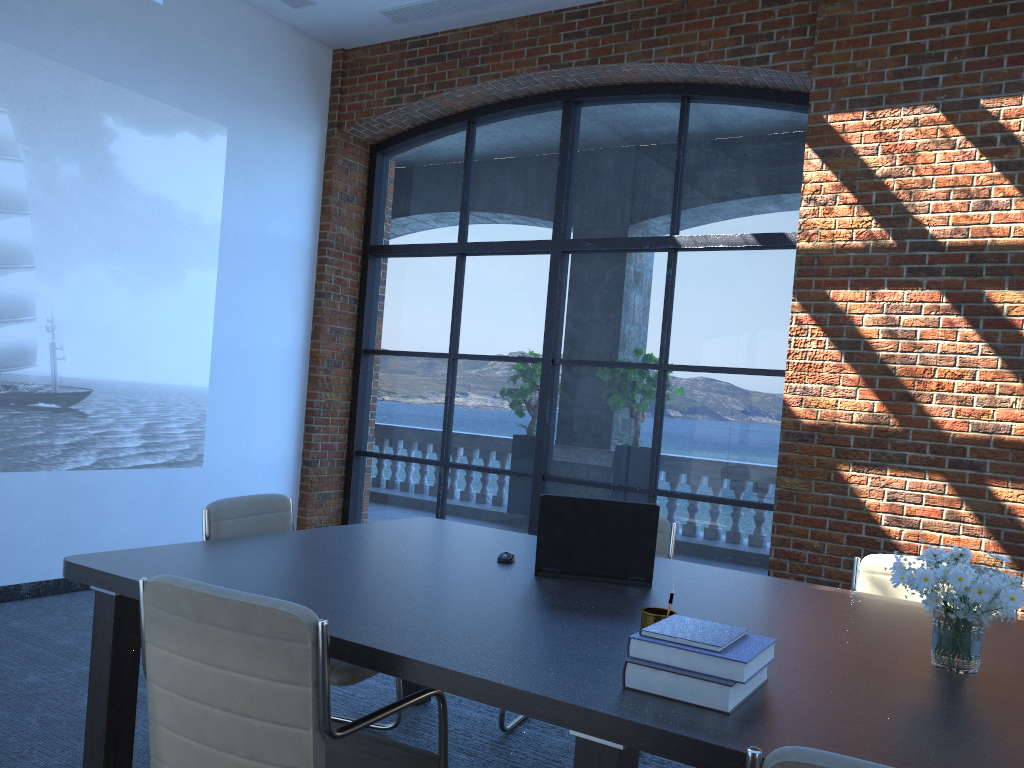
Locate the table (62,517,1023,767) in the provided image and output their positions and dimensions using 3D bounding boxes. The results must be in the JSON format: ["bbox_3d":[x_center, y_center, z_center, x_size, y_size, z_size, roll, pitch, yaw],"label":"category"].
[{"bbox_3d":[0.980,1.107,2.229,4.497,0.810,1.812,4,-1,32],"label":"table"}]

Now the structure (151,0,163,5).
[{"bbox_3d":[-1.893,-2.253,4.060,0.390,0.895,0.468,5,1,32],"label":"structure"}]

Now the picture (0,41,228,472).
[{"bbox_3d":[-2.983,-0.699,4.689,0.024,2.361,3.466,5,0,32],"label":"picture"}]

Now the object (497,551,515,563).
[{"bbox_3d":[-0.019,0.621,3.192,0.059,0.034,0.101,5,-1,12],"label":"object"}]

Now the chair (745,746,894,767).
[{"bbox_3d":[0.696,1.012,1.486,0.559,0.923,0.707,5,0,26],"label":"chair"}]

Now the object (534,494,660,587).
[{"bbox_3d":[0.289,0.519,3.046,0.390,0.283,0.323,5,0,5],"label":"object"}]

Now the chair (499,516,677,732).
[{"bbox_3d":[0.342,1.028,3.815,0.559,0.923,0.707,5,0,21],"label":"chair"}]

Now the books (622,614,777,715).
[{"bbox_3d":[0.410,0.590,1.910,0.254,0.115,0.295,4,-1,31],"label":"books"}]

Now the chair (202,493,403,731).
[{"bbox_3d":[-0.796,0.928,3.432,0.705,0.923,0.560,5,1,21],"label":"chair"}]

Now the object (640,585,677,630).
[{"bbox_3d":[0.370,0.579,2.233,0.091,0.142,0.091,5,1,10],"label":"object"}]

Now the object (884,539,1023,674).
[{"bbox_3d":[1.115,0.556,2.203,0.335,0.310,0.329,5,0,43],"label":"object"}]

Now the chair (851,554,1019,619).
[{"bbox_3d":[1.430,1.101,3.024,0.559,0.923,0.707,5,0,21],"label":"chair"}]

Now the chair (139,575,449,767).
[{"bbox_3d":[-0.530,0.927,2.251,0.559,0.923,0.707,5,0,27],"label":"chair"}]
